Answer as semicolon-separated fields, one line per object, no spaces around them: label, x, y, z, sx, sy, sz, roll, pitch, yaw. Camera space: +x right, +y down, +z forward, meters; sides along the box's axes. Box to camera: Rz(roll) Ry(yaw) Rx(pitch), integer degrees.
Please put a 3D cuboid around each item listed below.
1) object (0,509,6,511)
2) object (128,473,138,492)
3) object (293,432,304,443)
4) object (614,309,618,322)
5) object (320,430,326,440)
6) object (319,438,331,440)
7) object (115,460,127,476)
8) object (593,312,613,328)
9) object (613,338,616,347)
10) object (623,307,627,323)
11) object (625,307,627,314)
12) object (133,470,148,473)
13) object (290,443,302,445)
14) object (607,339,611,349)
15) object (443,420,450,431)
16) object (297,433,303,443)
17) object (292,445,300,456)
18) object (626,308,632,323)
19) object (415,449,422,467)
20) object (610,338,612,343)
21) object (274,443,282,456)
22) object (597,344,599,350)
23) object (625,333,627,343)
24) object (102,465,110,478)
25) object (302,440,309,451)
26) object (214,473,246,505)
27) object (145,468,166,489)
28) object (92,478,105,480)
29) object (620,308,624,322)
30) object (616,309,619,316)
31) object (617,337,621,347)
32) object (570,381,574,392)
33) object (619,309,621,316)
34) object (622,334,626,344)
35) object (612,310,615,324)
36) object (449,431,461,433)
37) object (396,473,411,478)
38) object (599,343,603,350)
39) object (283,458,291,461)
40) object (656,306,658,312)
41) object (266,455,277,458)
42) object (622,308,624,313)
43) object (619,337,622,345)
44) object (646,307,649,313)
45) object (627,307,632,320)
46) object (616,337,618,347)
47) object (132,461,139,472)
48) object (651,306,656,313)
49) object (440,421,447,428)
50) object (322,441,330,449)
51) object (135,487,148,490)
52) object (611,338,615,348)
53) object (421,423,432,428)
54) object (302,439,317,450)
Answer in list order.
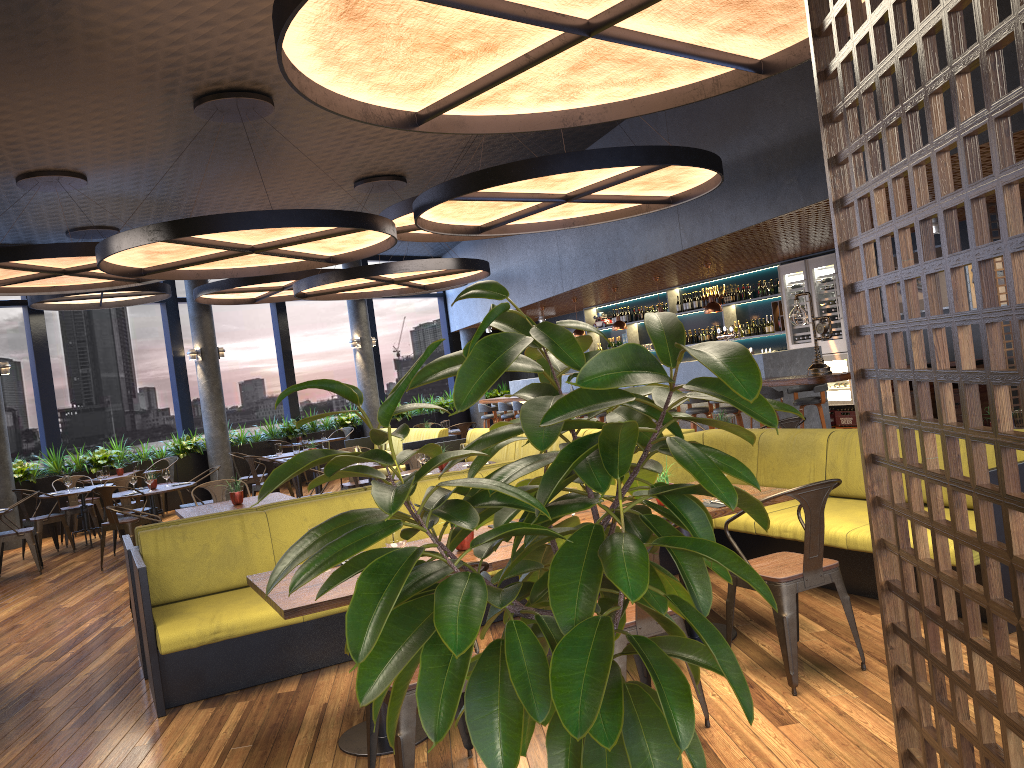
object;-5.805;1.426;9.926;0.255;0.019;0.157;-8;1;-27
object;-4.403;1.146;10.312;0.097;0.206;0.097;-7;1;16
object;-4.057;0.981;16.853;0.260;0.271;0.238;-8;1;-24
object;2.064;-1.323;17.521;0.085;0.310;0.086;-7;1;1
object;-3.557;0.965;16.716;0.102;0.178;0.102;-8;1;-34
object;-3.550;1.042;16.892;0.255;0.019;0.157;-7;1;40
object;-6.095;1.283;13.785;0.260;0.271;0.238;-7;1;-10
object;1.849;-1.307;18.126;0.229;0.319;0.579;-8;1;-26
object;2.070;-0.761;17.898;0.094;0.340;0.094;-8;1;-20
object;2.199;-1.337;17.247;0.085;0.310;0.086;-7;1;8
object;2.244;-1.345;17.375;0.085;0.310;0.086;-7;1;1
object;-5.852;1.376;13.996;0.255;0.019;0.157;-7;1;40
object;-4.001;1.106;16.408;0.255;0.019;0.157;-7;1;40
object;1.969;-0.748;17.874;0.094;0.340;0.094;-7;1;-4
object;-1.045;0.672;14.281;0.102;0.178;0.102;-7;1;10
object;-3.948;1.017;16.560;0.102;0.178;0.102;-8;1;-44
object;-3.037;0.952;12.503;0.102;0.178;0.102;-8;1;-20
object;2.256;-1.325;17.145;0.083;0.301;0.083;-8;1;-19
object;-0.859;0.714;8.346;0.097;0.206;0.097;-7;1;-1
object;2.018;-0.755;17.992;0.094;0.340;0.094;-7;1;10
object;-3.597;1.009;13.665;0.102;0.178;0.102;-7;1;40
object;1.799;-0.701;18.419;0.079;0.281;0.079;-7;1;-7
object;2.266;-0.897;17.301;0.080;0.192;0.098;-8;1;-26
object;-6.250;1.351;13.665;0.102;0.178;0.102;-8;1;-44
object;-3.177;0.955;13.650;0.102;0.178;0.102;-7;1;40
object;-2.335;0.880;7.479;0.260;0.271;0.238;-7;1;9
object;-4.169;1.081;10.263;0.260;0.271;0.238;-7;1;13
object;-6.303;1.441;13.512;0.255;0.019;0.157;-7;1;40
object;2.155;-1.333;17.341;0.085;0.310;0.086;-7;1;-7
object;2.110;-1.331;17.647;0.085;0.310;0.086;-7;1;15
object;2.125;-0.764;17.606;0.094;0.340;0.094;-7;1;14
object;1.036;0.037;15.328;0.114;0.203;0.069;-7;1;25
object;2.150;-1.335;17.558;0.085;0.310;0.086;-8;1;-15
object;2.224;-0.893;17.393;0.080;0.192;0.098;-8;1;-26
object;2.026;-1.319;17.606;0.085;0.310;0.086;-7;1;8
object;-0.935;0.746;13.738;0.255;0.019;0.157;-8;1;-26
object;-0.913;0.820;8.049;0.255;0.019;0.157;-8;1;-23
object;1.841;-0.705;18.339;0.079;0.281;0.079;-8;1;-22
object;-3.093;1.042;12.343;0.157;0.019;0.255;-8;1;-26
object;2.712;-1.349;16.477;0.088;0.224;0.088;-8;1;-31
object;-3.654;1.099;13.506;0.157;0.019;0.255;-8;1;-26
object;2.190;-1.339;17.470;0.085;0.310;0.086;-7;1;1
object;2.171;-0.772;17.725;0.094;0.340;0.094;-8;1;-16
object;2.527;-1.322;16.555;0.068;0.217;0.068;-8;1;-36
object;2.283;-1.349;17.289;0.085;0.310;0.086;-7;1;15
object;2.127;-0.767;17.812;0.094;0.340;0.094;-7;1;-4
object;-5.859;1.299;13.821;0.102;0.178;0.102;-8;1;-34
object;2.614;-1.335;16.439;0.088;0.224;0.088;-8;1;-31
object;-1.060;0.680;13.857;0.102;0.178;0.102;-8;1;-40
object;-2.616;0.898;12.487;0.102;0.178;0.102;-7;1;30
object;-4.387;1.236;10.488;0.255;0.019;0.157;-7;1;42
object;2.024;-0.754;17.791;0.094;0.340;0.094;-8;1;-12
object;-1.332;0.667;13.920;0.238;0.271;0.260;-8;1;-21
object;-2.796;0.875;12.462;0.238;0.271;0.260;-7;1;13
